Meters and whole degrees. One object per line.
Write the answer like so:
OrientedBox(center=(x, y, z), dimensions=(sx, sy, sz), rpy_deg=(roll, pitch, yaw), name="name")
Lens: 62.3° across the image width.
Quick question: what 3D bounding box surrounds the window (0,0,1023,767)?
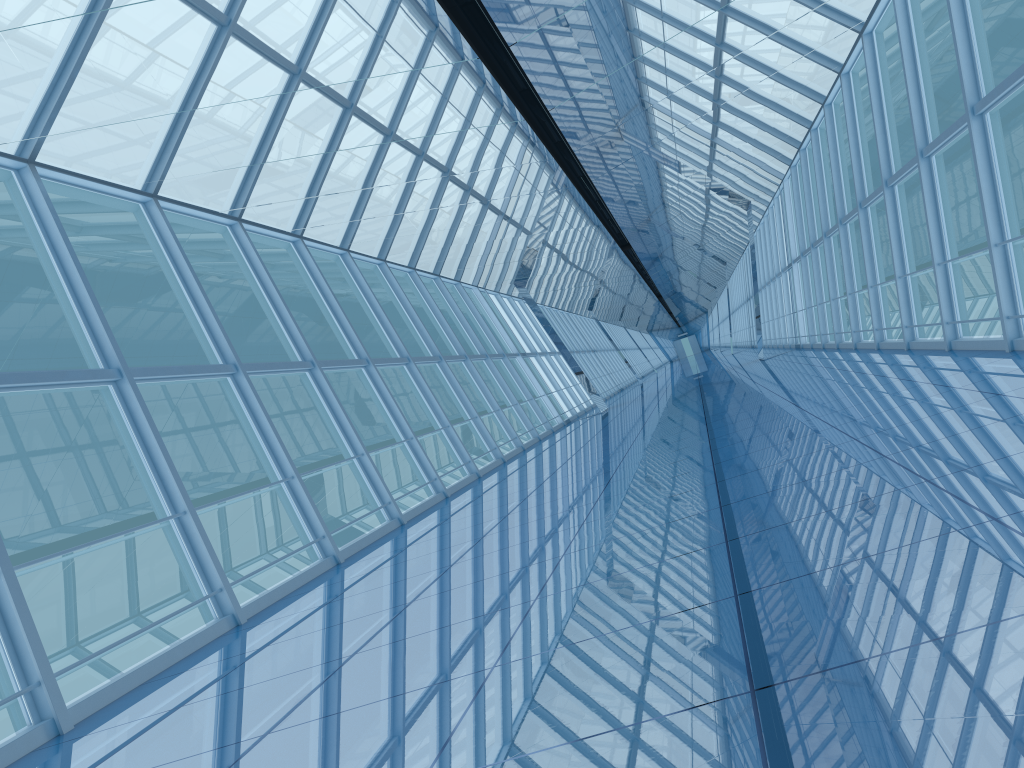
OrientedBox(center=(9.860, -3.404, 51.478), dimensions=(9.763, 4.922, 107.516), rpy_deg=(-19, -2, 12), name="window")
